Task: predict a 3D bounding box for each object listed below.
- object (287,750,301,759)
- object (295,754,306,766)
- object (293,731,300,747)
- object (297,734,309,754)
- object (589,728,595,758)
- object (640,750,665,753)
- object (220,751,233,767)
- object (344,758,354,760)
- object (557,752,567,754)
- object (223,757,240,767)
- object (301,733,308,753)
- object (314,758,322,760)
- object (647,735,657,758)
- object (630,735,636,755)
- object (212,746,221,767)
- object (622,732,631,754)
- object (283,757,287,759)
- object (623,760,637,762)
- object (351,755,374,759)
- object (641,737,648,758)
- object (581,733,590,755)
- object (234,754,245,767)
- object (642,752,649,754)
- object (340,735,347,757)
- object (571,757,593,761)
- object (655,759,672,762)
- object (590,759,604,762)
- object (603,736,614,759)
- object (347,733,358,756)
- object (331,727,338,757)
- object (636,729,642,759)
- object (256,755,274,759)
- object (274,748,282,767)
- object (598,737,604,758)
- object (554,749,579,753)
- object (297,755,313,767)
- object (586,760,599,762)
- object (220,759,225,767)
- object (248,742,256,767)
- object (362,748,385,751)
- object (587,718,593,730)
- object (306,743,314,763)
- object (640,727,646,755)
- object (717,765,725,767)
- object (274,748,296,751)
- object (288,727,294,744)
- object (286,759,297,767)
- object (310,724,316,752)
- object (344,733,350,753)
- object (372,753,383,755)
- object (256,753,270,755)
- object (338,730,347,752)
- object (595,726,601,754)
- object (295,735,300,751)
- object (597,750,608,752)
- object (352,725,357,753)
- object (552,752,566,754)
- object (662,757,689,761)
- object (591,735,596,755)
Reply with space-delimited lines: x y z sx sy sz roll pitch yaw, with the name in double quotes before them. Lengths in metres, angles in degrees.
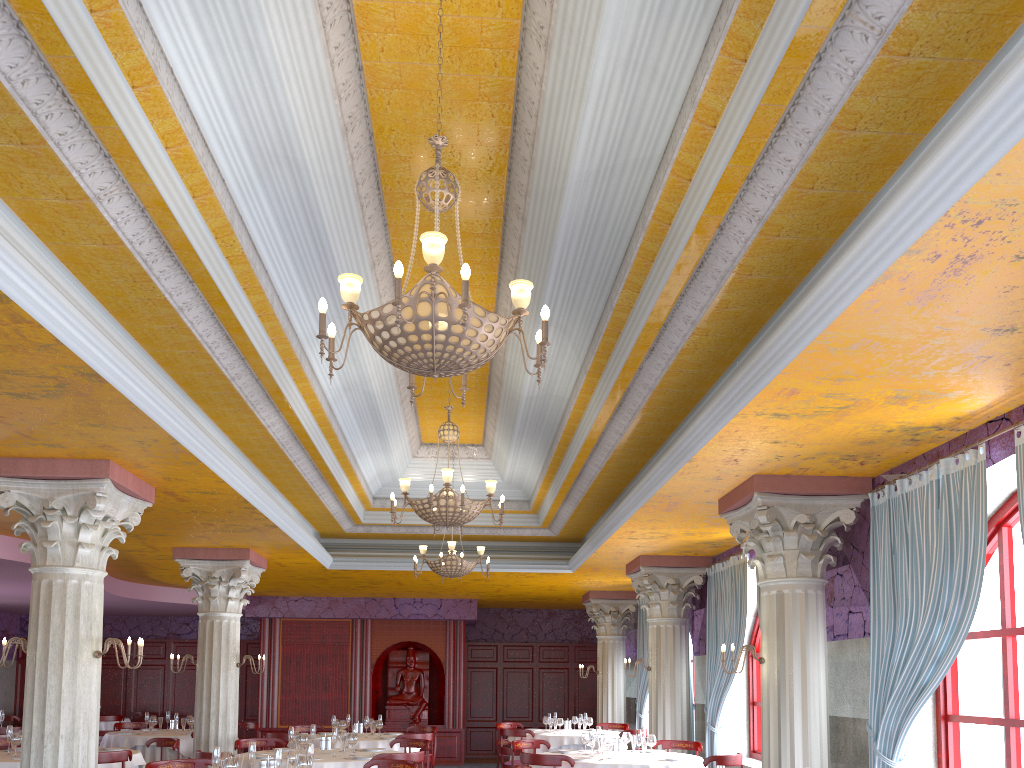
"object" -1.886 3.300 7.407 0.122 0.256 0.126 -1 -8 10
"object" -1.811 3.282 7.316 0.087 0.230 0.087 -6 -9 44
"object" -2.591 4.280 10.236 0.124 0.256 0.125 6 -9 -34
"object" -2.373 4.101 9.716 0.122 0.256 0.126 2 -8 -12
"object" 0.929 4.174 9.957 0.074 0.325 0.076 -1 -6 10
"object" 1.762 4.600 10.719 0.313 0.023 0.330 2 -19 -3
"object" -2.407 3.220 7.190 0.122 0.256 0.126 -1 -8 10
"object" -1.784 4.136 9.448 0.237 0.013 0.028 -17 -24 40
"object" 0.567 4.506 10.469 0.056 0.019 0.264 16 -24 -40
"object" -2.189 3.041 6.670 0.122 0.256 0.126 2 -8 -12
"object" -2.502 4.320 10.310 0.086 0.230 0.088 1 -7 -1
"object" -2.174 4.126 9.421 0.161 0.009 0.164 -13 -23 34
"object" 1.626 4.230 10.003 0.124 0.256 0.125 6 -9 -34
"object" 1.484 4.392 10.432 0.086 0.230 0.088 -2 -7 21
"object" -2.366 3.064 6.842 0.074 0.325 0.075 -3 -6 33
"object" 1.408 4.410 10.522 0.122 0.256 0.126 2 -8 -12
"object" -2.548 4.106 9.389 0.056 0.019 0.264 -16 -25 42
"object" 1.305 4.176 9.490 0.161 0.009 0.164 -13 -23 34
"object" -1.646 4.174 9.571 0.313 0.023 0.330 2 -19 -3
"object" 1.536 4.216 9.927 0.086 0.230 0.088 3 -7 -23
"object" 0.887 4.330 10.305 0.122 0.256 0.126 -1 -8 10
"object" -2.318 3.260 7.264 0.086 0.230 0.088 1 -7 -1
"object" 1.655 4.546 10.547 0.030 0.010 0.142 17 -25 -42
"object" -1.942 4.166 9.857 0.086 0.230 0.088 -2 -7 21
"object" 0.750 4.192 9.570 0.313 0.023 0.330 2 -19 -3
"object" 1.694 4.186 9.517 0.237 0.013 0.028 -17 -24 40
"object" 0.930 4.156 9.458 0.056 0.019 0.264 -16 -25 42
"object" 1.105 4.151 9.785 0.124 0.256 0.125 6 -9 -34
"object" -1.852 4.180 9.933 0.124 0.256 0.125 6 -9 -34
"object" -2.021 4.083 9.760 0.074 0.325 0.075 -3 -6 33
"object" 1.458 4.133 9.829 0.074 0.325 0.075 -3 -6 33
"object" -2.728 4.142 9.501 0.313 0.023 0.330 2 -19 -3
"object" -1.837 3.023 6.714 0.074 0.325 0.075 -3 -6 33
"object" 1.030 4.194 9.874 0.086 0.230 0.088 -2 -7 21
"object" 0.680 4.567 10.649 0.318 0.023 0.325 13 -23 -31
"object" -1.668 3.120 6.887 0.122 0.256 0.126 -1 -8 10
"object" 0.900 4.173 9.481 0.022 0.003 0.261 -14 -24 37
"object" -2.265 3.084 6.759 0.086 0.230 0.088 -2 -7 21
"object" -2.238 3.248 7.369 0.074 0.325 0.075 -3 -6 33
"object" -1.717 4.549 10.649 0.316 0.023 0.327 -9 -21 25
"object" 1.339 5.887 14.765 0.122 0.256 0.126 -1 -8 10
"object" -1.709 3.208 7.241 0.074 0.325 0.075 -3 -6 33
"object" 1.586 4.318 10.356 0.074 0.325 0.076 2 -6 -12
"object" 1.355 2.641 5.549 0.074 0.325 0.075 -3 -6 33
"object" -2.799 4.517 10.579 0.316 0.023 0.327 8 -21 -22
"object" -2.550 4.123 9.887 0.074 0.325 0.076 2 -6 -12
"object" -1.758 3.106 6.811 0.086 0.230 0.088 3 -7 -23
"object" -2.422 4.308 10.415 0.074 0.325 0.075 -3 -6 33
"object" -1.995 4.342 10.362 0.086 0.230 0.088 1 -7 -1
"object" -1.576 4.389 10.163 0.161 0.009 0.164 -13 -23 34
"object" -2.919 4.328 10.018 0.163 0.009 0.163 18 -26 -40
"object" -2.070 4.360 10.453 0.122 0.256 0.126 -1 -8 10
"object" 1.057 4.358 10.484 0.074 0.325 0.075 4 -7 -34
"object" -2.449 4.144 9.805 0.086 0.230 0.088 -2 -7 21
"object" 1.158 4.641 10.830 0.160 0.009 0.166 -9 -21 25
"object" -1.893 4.268 10.287 0.074 0.325 0.075 4 -7 -34
"object" 0.591 4.525 10.499 0.259 0.003 0.023 -16 -25 39
"object" 1.832 4.224 9.640 0.313 0.023 0.330 2 -19 -3
"object" 0.977 4.370 10.379 0.086 0.230 0.088 1 -7 -1
